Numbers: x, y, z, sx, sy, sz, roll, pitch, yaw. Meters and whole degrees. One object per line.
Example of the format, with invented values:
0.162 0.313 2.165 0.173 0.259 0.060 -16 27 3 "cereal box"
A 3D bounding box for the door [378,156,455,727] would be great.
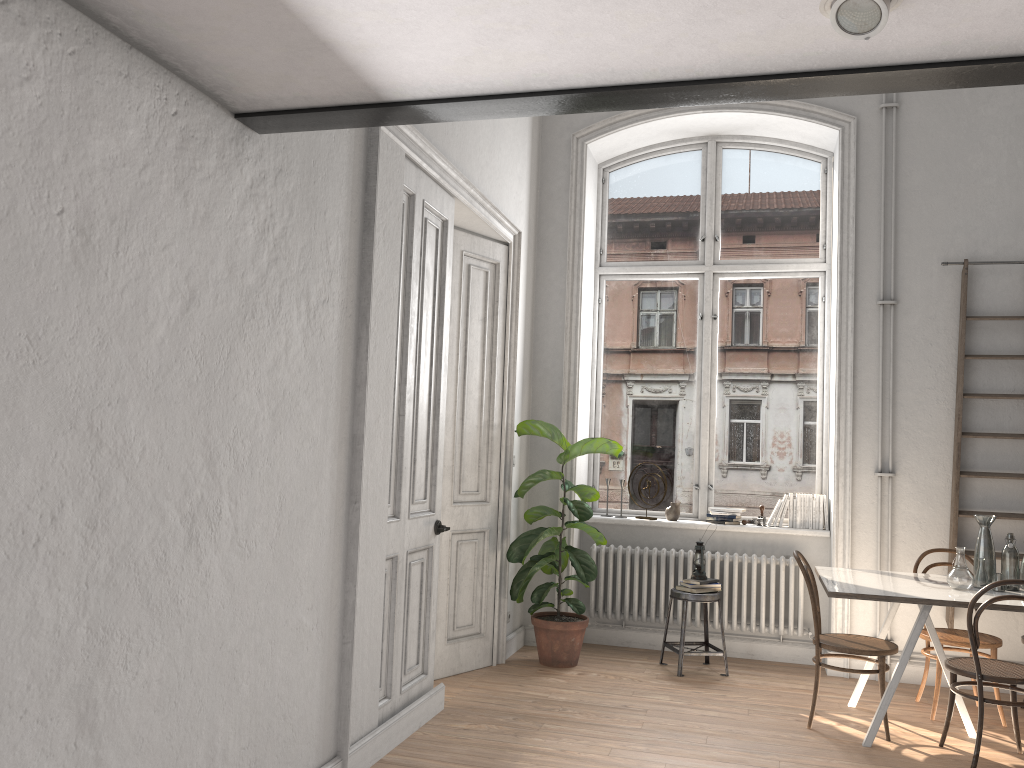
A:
-0.551 0.315 4.379 0.216 2.812 1.097 1 -4 17 "door"

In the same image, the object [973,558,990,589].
2.527 1.018 4.773 0.083 0.158 0.083 1 -4 11 "object"

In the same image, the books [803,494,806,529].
2.110 0.917 6.414 0.019 0.243 0.174 1 -4 16 "books"

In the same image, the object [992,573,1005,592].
2.559 1.043 4.663 0.058 0.094 0.058 -2 -5 44 "object"

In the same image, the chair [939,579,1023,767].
2.353 1.376 4.298 0.438 0.920 0.549 1 -4 11 "chair"

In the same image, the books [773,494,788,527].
1.949 0.916 6.441 0.100 0.235 0.174 1 -4 16 "books"

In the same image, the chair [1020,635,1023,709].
3.183 1.471 5.122 0.438 0.920 0.549 1 -4 23 "chair"

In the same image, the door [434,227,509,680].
-0.402 0.409 5.541 0.216 2.812 1.097 -1 -5 40 "door"

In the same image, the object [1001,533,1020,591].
2.664 0.948 4.741 0.086 0.301 0.086 2 -4 1 "object"

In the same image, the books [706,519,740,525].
1.554 1.016 6.532 0.147 0.023 0.221 4 -5 -25 "books"

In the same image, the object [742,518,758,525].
1.737 1.006 6.483 0.153 0.048 0.088 5 -5 -35 "object"

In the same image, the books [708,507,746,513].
1.587 0.926 6.534 0.244 0.019 0.174 0 -5 26 "books"

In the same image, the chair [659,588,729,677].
1.228 1.654 5.962 0.364 0.522 0.360 3 -4 -11 "chair"

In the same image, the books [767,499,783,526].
1.912 0.936 6.454 0.105 0.194 0.155 1 -4 15 "books"

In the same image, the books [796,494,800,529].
2.063 0.915 6.400 0.024 0.243 0.175 1 -4 16 "books"

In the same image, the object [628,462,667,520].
1.021 0.804 6.680 0.087 0.425 0.347 6 -5 -42 "object"

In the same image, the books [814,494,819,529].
2.196 0.920 6.395 0.024 0.243 0.175 1 -4 16 "books"

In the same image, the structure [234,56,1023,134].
1.470 -1.565 0.238 5.927 1.212 4.160 1 -4 16 "structure"

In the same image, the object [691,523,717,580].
1.306 1.136 6.049 0.163 0.383 0.154 3 -4 -11 "object"

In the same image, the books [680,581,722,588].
1.277 1.358 6.009 0.232 0.029 0.163 3 -4 -14 "books"

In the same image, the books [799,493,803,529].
2.087 0.916 6.403 0.019 0.243 0.174 1 -4 16 "books"

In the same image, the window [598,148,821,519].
1.510 -0.425 6.838 1.622 2.841 0.013 1 -4 16 "window"

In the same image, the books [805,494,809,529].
2.132 0.918 6.413 0.024 0.243 0.175 1 -4 16 "books"

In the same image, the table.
2.766 1.486 4.626 2.200 0.779 1.101 1 -4 16 "table"

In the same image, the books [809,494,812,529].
2.147 0.917 6.386 0.019 0.243 0.174 1 -4 16 "books"

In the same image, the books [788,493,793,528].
2.025 0.916 6.443 0.024 0.243 0.175 1 -4 16 "books"

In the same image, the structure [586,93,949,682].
3.116 -0.251 5.955 5.181 4.471 0.340 1 -4 16 "structure"

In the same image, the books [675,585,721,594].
1.264 1.383 6.007 0.246 0.034 0.194 5 -5 -34 "books"

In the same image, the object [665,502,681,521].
1.200 0.948 6.616 0.100 0.142 0.102 3 -4 -10 "object"

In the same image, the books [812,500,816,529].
2.168 0.936 6.380 0.020 0.205 0.155 1 -4 16 "books"

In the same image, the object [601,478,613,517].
0.732 0.870 6.794 0.095 0.288 0.095 6 -5 -43 "object"

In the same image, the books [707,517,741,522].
1.560 0.993 6.529 0.205 0.022 0.155 -1 -5 36 "books"

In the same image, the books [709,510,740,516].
1.562 0.949 6.518 0.205 0.020 0.155 2 -4 6 "books"

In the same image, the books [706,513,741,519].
1.562 0.971 6.528 0.221 0.023 0.147 0 -5 31 "books"

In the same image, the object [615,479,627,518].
0.830 0.867 6.707 0.095 0.288 0.095 -1 -5 38 "object"

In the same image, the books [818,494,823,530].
2.215 0.918 6.369 0.024 0.243 0.175 1 -4 16 "books"

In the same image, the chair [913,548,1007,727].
2.610 1.454 5.200 0.438 0.920 0.549 1 -4 14 "chair"

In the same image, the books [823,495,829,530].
2.245 0.919 6.359 0.040 0.244 0.174 1 -4 16 "books"

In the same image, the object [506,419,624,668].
2.723 0.989 5.122 5.827 1.841 0.792 1 -4 21 "object"

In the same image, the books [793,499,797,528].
2.044 0.934 6.415 0.020 0.205 0.155 1 -4 16 "books"

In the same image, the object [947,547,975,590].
2.371 0.974 4.687 0.132 0.219 0.132 2 -4 5 "object"

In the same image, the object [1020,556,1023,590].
2.792 0.980 4.779 0.098 0.255 0.100 3 -4 -8 "object"

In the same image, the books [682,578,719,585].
1.280 1.336 6.010 0.221 0.027 0.147 6 -6 -42 "books"

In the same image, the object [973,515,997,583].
2.601 0.916 4.878 0.116 0.382 0.116 0 -4 27 "object"

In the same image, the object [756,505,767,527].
1.807 0.951 6.410 0.048 0.153 0.088 3 -4 -14 "object"

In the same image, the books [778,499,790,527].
1.973 0.933 6.434 0.072 0.203 0.155 1 -4 16 "books"

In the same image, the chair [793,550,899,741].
1.823 1.398 4.870 0.549 0.920 0.438 1 -4 24 "chair"
